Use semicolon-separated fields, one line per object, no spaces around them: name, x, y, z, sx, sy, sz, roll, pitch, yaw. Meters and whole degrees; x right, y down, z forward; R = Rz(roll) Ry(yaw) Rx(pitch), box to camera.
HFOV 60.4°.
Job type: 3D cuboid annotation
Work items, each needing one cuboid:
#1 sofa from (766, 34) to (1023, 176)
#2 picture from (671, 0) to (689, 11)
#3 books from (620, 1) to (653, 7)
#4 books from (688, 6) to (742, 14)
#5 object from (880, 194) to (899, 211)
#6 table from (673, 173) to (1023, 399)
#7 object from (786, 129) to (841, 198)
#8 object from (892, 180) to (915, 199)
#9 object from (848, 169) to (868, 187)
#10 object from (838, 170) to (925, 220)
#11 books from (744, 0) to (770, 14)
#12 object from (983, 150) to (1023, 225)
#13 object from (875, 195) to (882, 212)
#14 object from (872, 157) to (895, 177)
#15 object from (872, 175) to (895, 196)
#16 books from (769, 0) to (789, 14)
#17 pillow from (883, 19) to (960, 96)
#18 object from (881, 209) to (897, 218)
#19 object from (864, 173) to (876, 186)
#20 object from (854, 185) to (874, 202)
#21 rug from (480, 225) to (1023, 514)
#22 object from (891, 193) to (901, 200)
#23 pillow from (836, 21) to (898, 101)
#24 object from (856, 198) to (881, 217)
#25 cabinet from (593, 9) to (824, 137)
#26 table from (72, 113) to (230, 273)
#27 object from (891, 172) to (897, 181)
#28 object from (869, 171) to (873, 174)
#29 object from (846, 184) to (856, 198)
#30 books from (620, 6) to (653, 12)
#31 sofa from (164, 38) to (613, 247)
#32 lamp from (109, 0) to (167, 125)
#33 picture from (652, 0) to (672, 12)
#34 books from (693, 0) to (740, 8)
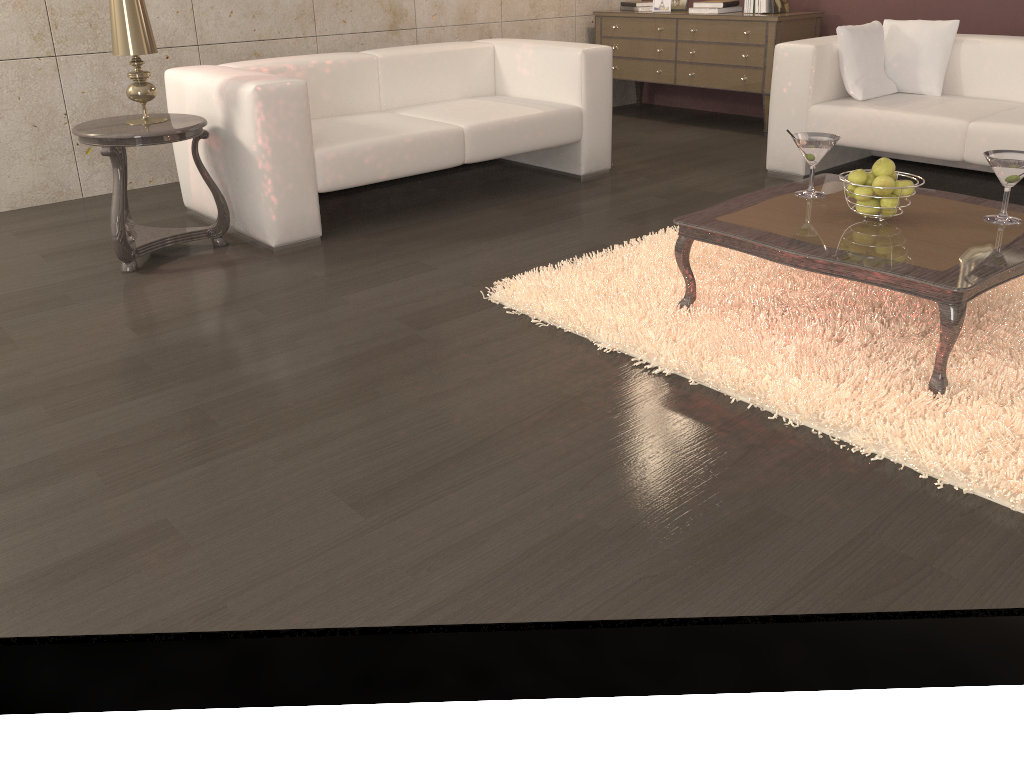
sofa;2.540;-1.111;3.776;0.960;0.626;2.847;-20;31;-35
picture;1.163;-2.681;6.116;0.142;0.165;0.080;14;26;32
books;0.906;-2.721;6.302;0.171;0.026;0.241;-10;27;-18
books;1.348;-2.476;5.822;0.229;0.034;0.314;21;33;39
object;1.078;-0.518;2.515;0.052;0.046;0.052;19;31;40
table;1.090;-0.353;2.655;0.923;0.291;0.934;-22;32;-37
object;0.975;-0.718;2.850;0.154;0.208;0.155;17;29;39
object;1.120;-0.558;2.524;0.063;0.053;0.062;19;30;39
object;1.000;-0.596;2.548;0.054;0.049;0.055;-20;29;-36
object;1.071;-0.543;2.572;0.234;0.114;0.244;0;25;4
books;1.604;-2.507;5.591;0.208;0.278;0.182;-19;28;-37
object;1.419;-0.573;2.517;0.152;0.208;0.156;8;24;23
object;1.084;-0.537;2.614;0.055;0.052;0.056;-14;26;-27
object;1.069;-0.620;2.532;0.063;0.061;0.064;-20;29;-37
object;1.058;-0.564;2.508;0.063;0.059;0.059;6;24;18
books;1.669;-2.450;5.524;0.176;0.228;0.070;-20;27;-37
pillow;2.027;-1.657;4.460;0.172;0.347;0.384;-19;29;-38
object;1.096;-0.505;2.560;0.043;0.042;0.045;-18;28;-33
object;1.042;-0.591;2.566;0.045;0.042;0.047;7;25;19
object;1.012;-0.549;2.534;0.054;0.049;0.055;-18;28;-33
rug;1.072;-0.222;2.705;1.537;0.065;2.044;-21;32;-36
object;1.127;-0.567;2.580;0.061;0.060;0.064;4;24;13
pillow;1.759;-1.605;4.367;0.383;0.344;0.189;-21;29;-38
object;1.039;-0.521;2.570;0.067;0.061;0.072;0;23;4
cabinet;1.277;-2.177;6.054;0.541;0.701;1.563;-19;30;-36
table;-1.400;-0.767;3.464;0.526;0.501;0.531;-9;24;-16
object;1.099;-0.605;2.576;0.050;0.047;0.047;-12;25;-24
object;1.085;-0.613;2.625;0.053;0.052;0.056;3;23;11
object;1.006;-0.568;2.583;0.046;0.044;0.045;17;29;37
books;0.927;-2.699;6.321;0.202;0.030;0.285;-10;27;-18
sofa;-0.512;-1.283;4.312;2.065;0.626;0.964;-22;31;-37
lamp;-1.417;-1.231;3.320;0.159;0.465;0.166;-4;21;-7
picture;1.028;-2.624;6.019;0.128;0.150;0.052;6;22;19
books;1.352;-2.515;5.827;0.213;0.033;0.297;15;30;31
